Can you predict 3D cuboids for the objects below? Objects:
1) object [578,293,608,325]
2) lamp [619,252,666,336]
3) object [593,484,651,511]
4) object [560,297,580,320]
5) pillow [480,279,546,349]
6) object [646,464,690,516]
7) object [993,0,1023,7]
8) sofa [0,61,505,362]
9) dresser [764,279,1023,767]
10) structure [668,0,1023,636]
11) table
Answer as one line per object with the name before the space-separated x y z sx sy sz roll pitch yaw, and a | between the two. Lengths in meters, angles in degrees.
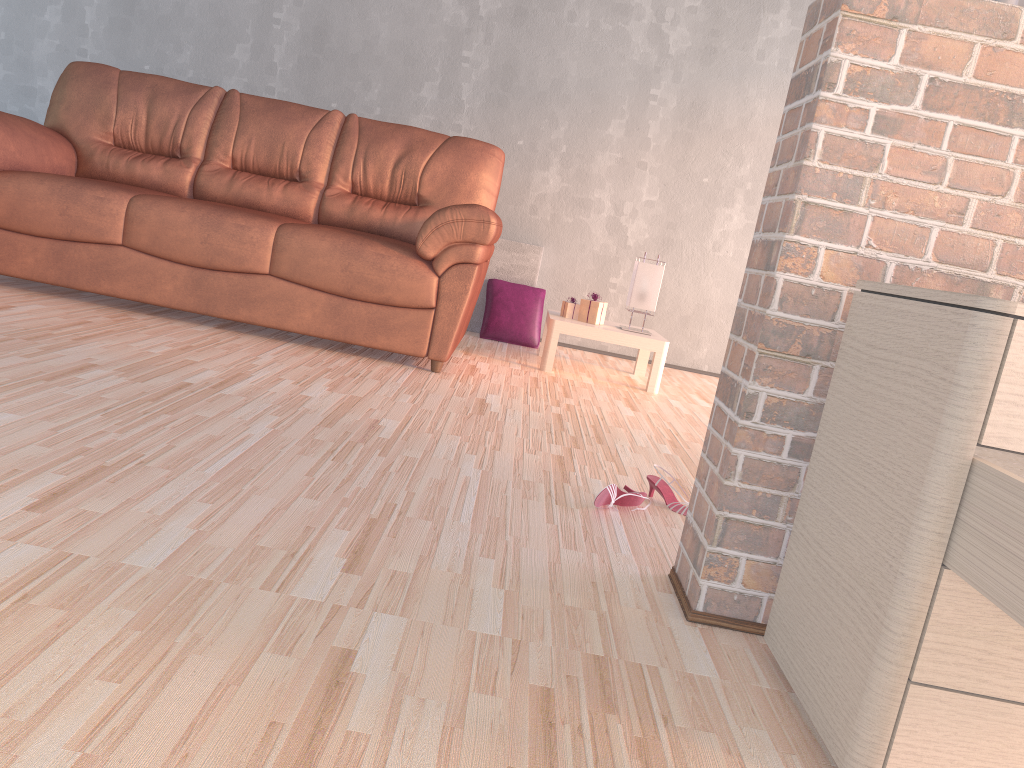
object | 0.380 -0.356 4.144 0.099 0.147 0.102 16 11 28
lamp | 0.617 -0.427 4.160 0.140 0.376 0.140 11 10 -1
object | 0.259 0.265 2.074 0.078 0.066 0.192 18 12 35
object | 0.310 -0.359 4.218 0.152 0.105 0.080 5 11 -32
pillow | 0.006 -0.381 4.811 0.327 0.326 0.241 10 10 -7
object | 0.405 0.265 2.183 0.188 0.085 0.069 19 12 38
object | 0.860 -0.674 1.411 0.216 0.218 0.131 11 10 -2
sofa | -1.133 -0.791 3.744 2.202 0.923 0.981 11 10 -1
dresser | 1.286 0.351 1.109 1.686 0.612 0.605 11 10 -1
structure | 1.098 0.011 1.525 1.422 1.057 0.211 11 10 -1
table | 0.421 -0.166 4.248 0.548 0.241 0.548 11 10 -1
